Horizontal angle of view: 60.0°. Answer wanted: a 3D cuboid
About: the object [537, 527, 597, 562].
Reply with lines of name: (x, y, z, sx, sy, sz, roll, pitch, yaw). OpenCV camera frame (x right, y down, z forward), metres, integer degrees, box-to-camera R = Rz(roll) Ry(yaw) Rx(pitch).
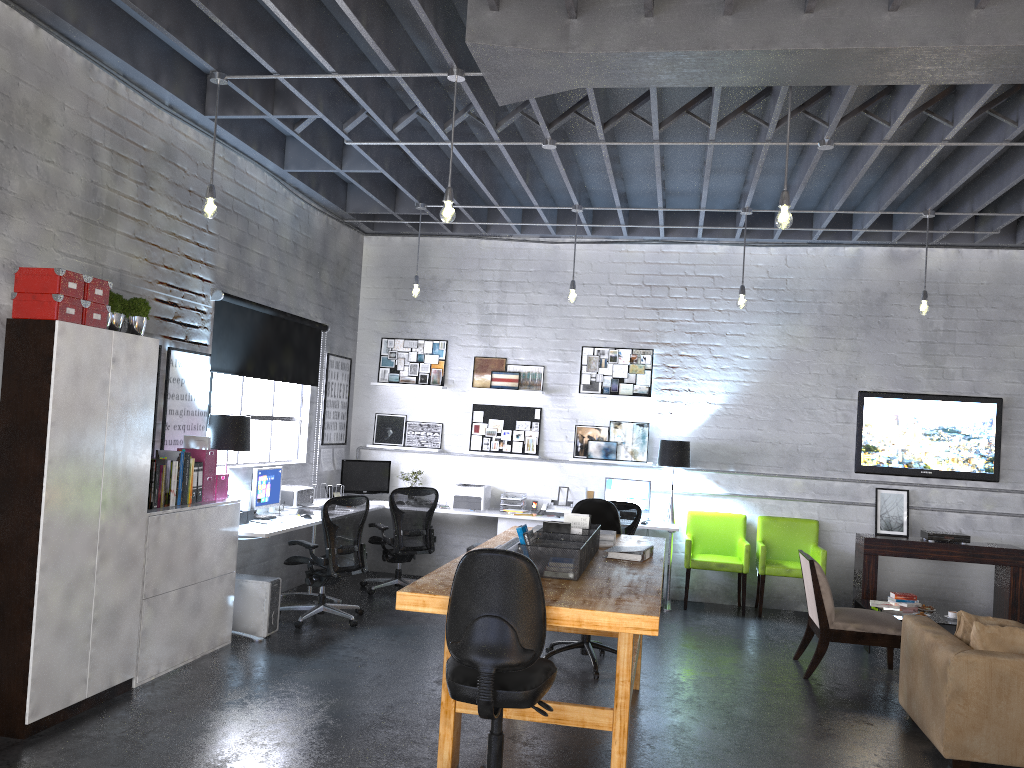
object: (0.313, 0.921, 5.108, 0.316, 0.156, 0.306, 3, -3, 11)

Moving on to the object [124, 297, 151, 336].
object: (-2.197, -0.393, 5.178, 0.169, 0.240, 0.171, 3, -2, 10)

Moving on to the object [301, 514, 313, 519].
object: (-1.732, 1.110, 7.446, 0.114, 0.036, 0.058, 3, -2, 1)

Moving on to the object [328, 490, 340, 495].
object: (-1.789, 1.124, 8.936, 0.155, 0.141, 0.088, 2, -2, 25)

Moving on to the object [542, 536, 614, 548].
object: (0.379, 0.993, 5.594, 0.519, 0.047, 0.047, 3, -2, 10)

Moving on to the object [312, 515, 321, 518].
object: (-1.653, 1.128, 7.520, 0.119, 0.016, 0.119, 2, -3, 28)

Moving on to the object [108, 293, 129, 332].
object: (-2.270, -0.404, 5.040, 0.169, 0.240, 0.171, 5, -3, -40)

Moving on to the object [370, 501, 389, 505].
object: (-1.401, 1.209, 9.030, 0.422, 0.028, 0.181, 5, -3, -29)

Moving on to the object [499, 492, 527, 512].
object: (0.015, 1.225, 9.176, 0.229, 0.180, 0.316, 3, -3, 11)

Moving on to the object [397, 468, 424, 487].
object: (-1.075, 1.079, 9.420, 0.297, 0.362, 0.271, 5, -3, -34)

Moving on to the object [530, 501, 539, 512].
object: (0.235, 1.267, 9.176, 0.093, 0.116, 0.067, 3, -2, 11)

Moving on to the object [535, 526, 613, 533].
object: (0.402, 0.960, 5.711, 0.519, 0.047, 0.047, 3, -2, 10)

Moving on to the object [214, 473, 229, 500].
object: (-2.152, 0.723, 6.294, 0.214, 0.177, 0.161, 3, -2, 11)

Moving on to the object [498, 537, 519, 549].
object: (-0.033, 0.883, 4.734, 0.057, 0.057, 0.636, 3, -3, 11)

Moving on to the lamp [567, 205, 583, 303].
lamp: (0.565, -1.165, 7.997, 0.104, 0.877, 0.104, 3, -2, 11)

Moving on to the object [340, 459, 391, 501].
object: (-1.551, 1.014, 9.331, 0.560, 0.427, 0.147, 6, -3, -43)

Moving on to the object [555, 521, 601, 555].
object: (0.368, 0.939, 5.410, 0.316, 0.156, 0.306, 3, -3, 11)

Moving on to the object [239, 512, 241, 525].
object: (-2.176, 0.962, 6.721, 0.209, 0.207, 0.104, 3, -2, 11)

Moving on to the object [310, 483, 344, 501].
object: (-1.800, 1.076, 8.599, 0.324, 0.208, 0.233, 3, -2, 11)

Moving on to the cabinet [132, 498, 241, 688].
cabinet: (-2.299, 1.291, 5.809, 0.465, 1.020, 1.152, 3, -2, 11)

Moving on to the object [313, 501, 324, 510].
object: (-1.871, 1.126, 8.264, 0.392, 0.064, 0.259, 3, -3, 11)

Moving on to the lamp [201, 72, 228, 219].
lamp: (-1.800, -1.434, 5.358, 0.104, 0.877, 0.104, 3, -2, 11)

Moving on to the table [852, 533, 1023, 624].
table: (4.021, 1.898, 8.402, 1.410, 0.819, 0.404, 3, -2, 10)

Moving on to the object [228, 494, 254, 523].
object: (-2.138, 0.975, 6.938, 0.209, 0.207, 0.104, 3, -2, 10)

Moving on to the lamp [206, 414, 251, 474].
lamp: (-2.131, 0.647, 6.613, 0.334, 0.831, 0.333, 4, -2, -28)

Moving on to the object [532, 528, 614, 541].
object: (0.384, 0.954, 5.610, 0.519, 0.047, 0.047, 3, -2, 8)

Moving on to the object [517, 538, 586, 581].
object: (0.202, 0.886, 4.503, 0.316, 0.156, 0.306, 3, -3, 11)

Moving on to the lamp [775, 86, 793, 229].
lamp: (1.476, -1.264, 4.751, 0.104, 0.877, 0.104, 3, -2, 11)

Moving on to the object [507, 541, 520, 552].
object: (0.022, 0.886, 4.724, 0.057, 0.057, 0.636, 3, -3, 11)

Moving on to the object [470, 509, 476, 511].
object: (-0.393, 1.272, 8.941, 0.075, 0.016, 0.017, 2, -3, 35)

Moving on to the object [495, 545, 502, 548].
object: (-0.121, 0.927, 4.749, 0.057, 0.058, 0.636, 3, -3, 11)

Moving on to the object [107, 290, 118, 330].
object: (-2.270, -0.411, 4.890, 0.169, 0.240, 0.171, 2, -3, 40)

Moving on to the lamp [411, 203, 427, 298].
lamp: (-0.873, -1.240, 8.264, 0.104, 0.877, 0.104, 3, -2, 11)

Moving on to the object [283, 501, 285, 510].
object: (-1.935, 1.055, 7.505, 0.013, 0.124, 0.006, 4, -2, -15)

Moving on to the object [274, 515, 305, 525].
object: (-1.809, 1.095, 7.161, 0.181, 0.028, 0.422, 3, -3, 1)

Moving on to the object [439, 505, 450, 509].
object: (-0.685, 1.256, 9.033, 0.103, 0.021, 0.131, 4, -3, -9)

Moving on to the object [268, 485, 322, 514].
object: (-1.845, 1.024, 7.831, 0.485, 0.230, 0.420, 3, -3, 11)

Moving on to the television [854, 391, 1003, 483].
television: (4.043, 0.506, 8.623, 1.324, 0.816, 0.021, 3, -2, 10)

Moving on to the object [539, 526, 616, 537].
object: (0.411, 0.963, 5.755, 0.519, 0.047, 0.047, 3, -2, 10)

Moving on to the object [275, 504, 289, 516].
object: (-1.950, 1.073, 7.526, 0.082, 0.090, 0.090, 2, -3, 35)

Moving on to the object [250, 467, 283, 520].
object: (-2.056, 0.890, 7.252, 0.212, 0.417, 0.465, 3, -2, 11)

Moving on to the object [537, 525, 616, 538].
object: (0.419, 0.965, 5.802, 0.519, 0.047, 0.047, 3, -2, 10)

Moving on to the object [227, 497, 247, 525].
object: (-2.157, 0.968, 6.824, 0.209, 0.207, 0.104, 3, -2, 11)

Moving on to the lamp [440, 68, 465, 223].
lamp: (-0.345, -1.359, 5.088, 0.104, 0.877, 0.104, 3, -2, 11)

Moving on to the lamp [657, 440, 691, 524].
lamp: (1.605, 0.980, 8.854, 0.334, 0.831, 0.333, 4, -2, -28)

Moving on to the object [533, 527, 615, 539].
object: (0.394, 0.957, 5.665, 0.519, 0.047, 0.047, 3, -2, 10)

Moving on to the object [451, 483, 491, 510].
object: (-0.423, 1.175, 9.263, 0.351, 0.235, 0.351, 3, -2, 11)

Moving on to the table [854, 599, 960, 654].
table: (3.408, 2.078, 7.493, 0.873, 0.300, 0.874, 3, -3, 14)

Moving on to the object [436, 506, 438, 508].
object: (-0.927, 1.215, 9.119, 0.279, 0.081, 0.411, 4, -3, -19)

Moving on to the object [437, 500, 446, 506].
object: (-0.745, 1.252, 9.357, 0.105, 0.052, 0.023, 3, -2, 10)

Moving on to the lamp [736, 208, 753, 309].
lamp: (2.021, -1.090, 7.727, 0.104, 0.877, 0.104, 3, -2, 11)

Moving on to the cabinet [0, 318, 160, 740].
cabinet: (-2.358, 0.725, 4.787, 0.291, 2.046, 0.873, 3, -2, 11)

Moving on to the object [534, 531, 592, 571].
object: (0.258, 0.903, 4.805, 0.316, 0.156, 0.306, 3, -3, 11)

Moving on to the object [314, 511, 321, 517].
object: (-1.645, 1.105, 7.523, 0.078, 0.049, 0.062, 4, -2, -19)

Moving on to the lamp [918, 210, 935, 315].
lamp: (3.482, -1.014, 7.456, 0.104, 0.877, 0.104, 5, -2, -36)
